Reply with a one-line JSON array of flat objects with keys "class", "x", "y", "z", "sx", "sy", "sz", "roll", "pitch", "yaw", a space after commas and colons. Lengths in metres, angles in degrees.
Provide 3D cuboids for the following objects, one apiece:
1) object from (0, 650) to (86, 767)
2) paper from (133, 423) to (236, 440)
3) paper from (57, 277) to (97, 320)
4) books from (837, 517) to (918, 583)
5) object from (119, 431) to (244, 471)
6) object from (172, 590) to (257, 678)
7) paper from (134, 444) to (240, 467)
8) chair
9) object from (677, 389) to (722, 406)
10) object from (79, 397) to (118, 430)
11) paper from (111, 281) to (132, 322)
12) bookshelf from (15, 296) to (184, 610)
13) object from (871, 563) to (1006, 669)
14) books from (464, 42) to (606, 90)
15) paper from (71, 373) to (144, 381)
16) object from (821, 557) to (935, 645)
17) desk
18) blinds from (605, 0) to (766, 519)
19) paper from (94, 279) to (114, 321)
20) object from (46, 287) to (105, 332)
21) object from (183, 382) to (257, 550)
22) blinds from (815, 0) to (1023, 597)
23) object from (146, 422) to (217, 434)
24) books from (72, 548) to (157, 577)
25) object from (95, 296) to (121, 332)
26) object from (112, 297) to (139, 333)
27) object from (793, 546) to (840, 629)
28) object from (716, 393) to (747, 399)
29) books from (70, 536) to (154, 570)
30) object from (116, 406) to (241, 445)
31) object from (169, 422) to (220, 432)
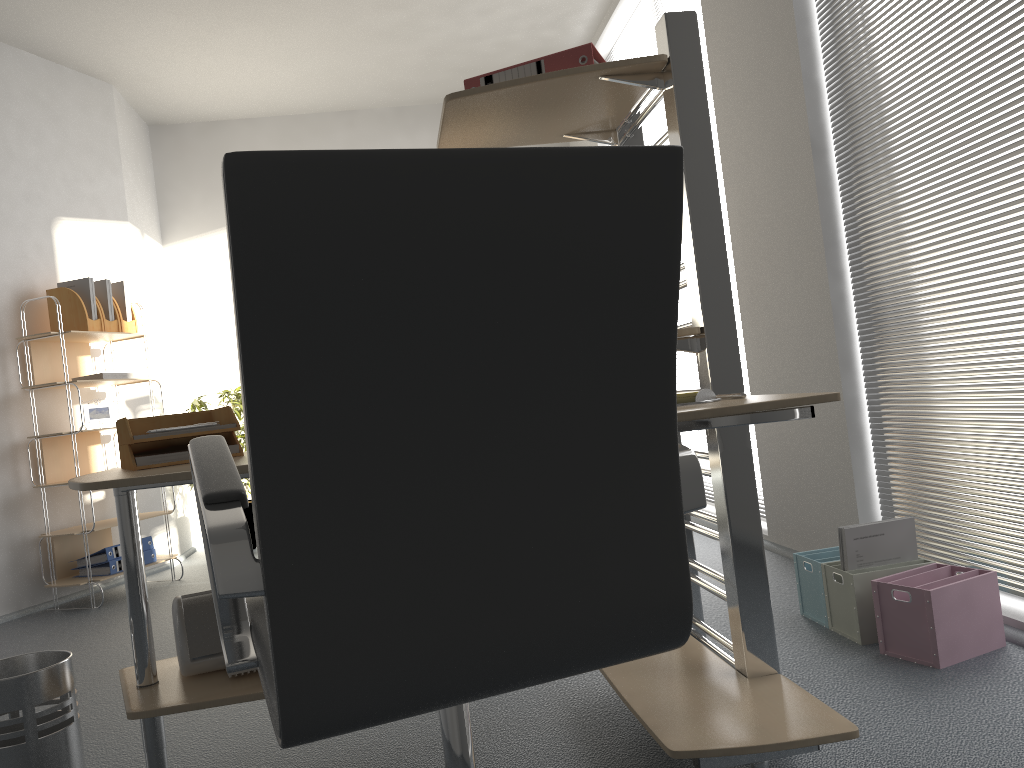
[{"class": "object", "x": -0.991, "y": 0.763, "z": 1.810, "sx": 0.208, "sy": 0.377, "sz": 0.208, "roll": -8, "pitch": -1, "yaw": 36}, {"class": "paper", "x": -0.770, "y": 0.112, "z": 2.036, "sx": 0.210, "sy": 0.010, "sz": 0.297, "roll": -7, "pitch": -1, "yaw": -29}, {"class": "paper", "x": -2.290, "y": -0.399, "z": 4.676, "sx": 0.213, "sy": 0.297, "sz": 0.045, "roll": -7, "pitch": -1, "yaw": 18}, {"class": "books", "x": 1.041, "y": 0.539, "z": 2.508, "sx": 0.220, "sy": 0.306, "sz": 0.068, "roll": -7, "pitch": -1, "yaw": -7}, {"class": "object", "x": -0.766, "y": 0.151, "z": 2.036, "sx": 0.225, "sy": 0.060, "sz": 0.309, "roll": -7, "pitch": -1, "yaw": -29}, {"class": "object", "x": -0.508, "y": 0.520, "z": 1.957, "sx": 0.438, "sy": 0.162, "sz": 0.351, "roll": -7, "pitch": -1, "yaw": -23}, {"class": "paper", "x": -0.764, "y": 0.163, "z": 2.035, "sx": 0.210, "sy": 0.019, "sz": 0.297, "roll": -7, "pitch": -1, "yaw": -29}, {"class": "chair", "x": -0.090, "y": 0.298, "z": 1.180, "sx": 0.584, "sy": 1.048, "sz": 0.652, "roll": -7, "pitch": -1, "yaw": -21}, {"class": "object", "x": 0.347, "y": 0.027, "z": 1.757, "sx": 0.132, "sy": 0.026, "sz": 0.132, "roll": -7, "pitch": -1, "yaw": -7}, {"class": "object", "x": -2.185, "y": 0.158, "z": 4.695, "sx": 0.077, "sy": 0.161, "sz": 0.192, "roll": -8, "pitch": -1, "yaw": 38}, {"class": "paper", "x": -2.201, "y": -0.407, "z": 4.908, "sx": 0.213, "sy": 0.297, "sz": 0.045, "roll": -7, "pitch": -1, "yaw": 23}, {"class": "bookshelf", "x": -2.181, "y": 0.340, "z": 4.708, "sx": 0.381, "sy": 1.572, "sz": 0.724, "roll": -7, "pitch": -1, "yaw": 20}, {"class": "object", "x": 1.104, "y": 0.599, "z": 2.302, "sx": 0.245, "sy": 0.202, "sz": 0.185, "roll": -7, "pitch": -1, "yaw": -26}, {"class": "books", "x": 0.088, "y": -0.707, "z": 2.142, "sx": 0.320, "sy": 0.072, "sz": 0.262, "roll": -7, "pitch": -1, "yaw": 25}, {"class": "paper", "x": -2.181, "y": -0.029, "z": 4.798, "sx": 0.213, "sy": 0.046, "sz": 0.297, "roll": -7, "pitch": -1, "yaw": 19}, {"class": "object", "x": 1.048, "y": 0.609, "z": 2.522, "sx": 0.245, "sy": 0.202, "sz": 0.185, "roll": -7, "pitch": -1, "yaw": -8}, {"class": "desk", "x": -0.239, "y": 0.064, "z": 1.861, "sx": 1.469, "sy": 1.566, "sz": 0.967, "roll": -7, "pitch": -1, "yaw": -8}, {"class": "blinds", "x": 0.881, "y": -0.735, "z": 4.861, "sx": 0.037, "sy": 2.749, "sz": 1.950, "roll": -7, "pitch": -1, "yaw": -8}, {"class": "paper", "x": -2.250, "y": -0.403, "z": 4.793, "sx": 0.213, "sy": 0.297, "sz": 0.045, "roll": -7, "pitch": -1, "yaw": 20}, {"class": "object", "x": -2.292, "y": -0.379, "z": 4.655, "sx": 0.243, "sy": 0.259, "sz": 0.113, "roll": -7, "pitch": -1, "yaw": 18}, {"class": "object", "x": -1.823, "y": 0.528, "z": 5.809, "sx": 0.544, "sy": 1.147, "sz": 0.644, "roll": -7, "pitch": -1, "yaw": 21}, {"class": "blinds", "x": 1.248, "y": -0.814, "z": 2.085, "sx": 0.022, "sy": 2.770, "sz": 1.950, "roll": -7, "pitch": -1, "yaw": -8}, {"class": "object", "x": -0.723, "y": 0.096, "z": 1.946, "sx": 0.159, "sy": 0.009, "sz": 0.008, "roll": -6, "pitch": -1, "yaw": -44}, {"class": "books", "x": -2.098, "y": 0.943, "z": 4.684, "sx": 0.262, "sy": 0.072, "sz": 0.320, "roll": -7, "pitch": -1, "yaw": 20}, {"class": "object", "x": -2.253, "y": -0.383, "z": 4.773, "sx": 0.243, "sy": 0.259, "sz": 0.113, "roll": -7, "pitch": -1, "yaw": 20}, {"class": "object", "x": -2.206, "y": -0.387, "z": 4.888, "sx": 0.243, "sy": 0.259, "sz": 0.113, "roll": -7, "pitch": -1, "yaw": 23}, {"class": "object", "x": 1.024, "y": 0.614, "z": 2.706, "sx": 0.245, "sy": 0.202, "sz": 0.185, "roll": -7, "pitch": -1, "yaw": -8}, {"class": "object", "x": 0.429, "y": 0.024, "z": 1.770, "sx": 0.011, "sy": 0.011, "sz": 0.158, "roll": -7, "pitch": -1, "yaw": -11}, {"class": "books", "x": -2.114, "y": 0.890, "z": 4.688, "sx": 0.263, "sy": 0.100, "sz": 0.320, "roll": -7, "pitch": -1, "yaw": 20}, {"class": "object", "x": -0.772, "y": 0.095, "z": 2.037, "sx": 0.225, "sy": 0.060, "sz": 0.309, "roll": -7, "pitch": -1, "yaw": -29}, {"class": "object", "x": -0.721, "y": 0.096, "z": 1.976, "sx": 0.008, "sy": 0.009, "sz": 0.159, "roll": -8, "pitch": -1, "yaw": 38}]
